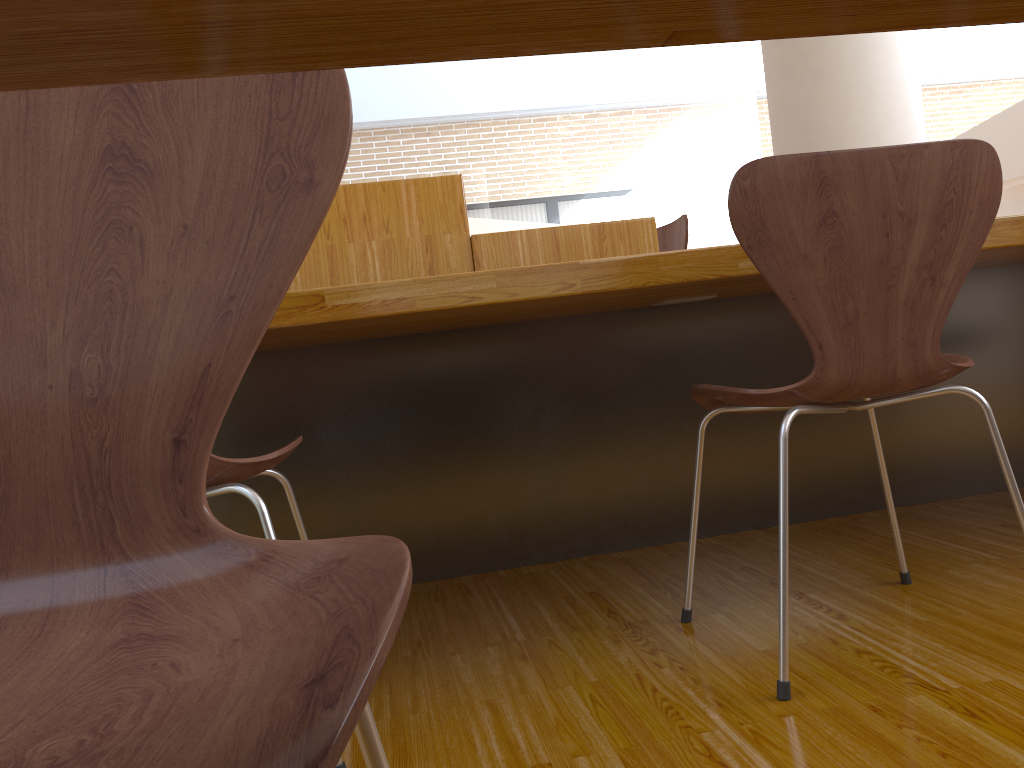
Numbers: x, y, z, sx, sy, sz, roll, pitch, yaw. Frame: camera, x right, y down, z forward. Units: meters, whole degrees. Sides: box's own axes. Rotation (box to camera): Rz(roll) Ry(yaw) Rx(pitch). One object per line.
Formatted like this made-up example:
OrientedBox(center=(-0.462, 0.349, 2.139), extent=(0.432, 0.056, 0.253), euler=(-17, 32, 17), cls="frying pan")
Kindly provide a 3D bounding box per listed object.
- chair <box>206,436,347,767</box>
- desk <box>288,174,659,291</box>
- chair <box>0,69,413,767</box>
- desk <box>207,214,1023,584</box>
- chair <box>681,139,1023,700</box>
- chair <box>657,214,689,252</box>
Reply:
OrientedBox(center=(-0.471, 0.154, 1.189), extent=(0.428, 0.693, 0.381), euler=(-7, 2, -9), cls="chair")
OrientedBox(center=(-0.462, -0.149, 3.792), extent=(1.247, 0.762, 3.194), euler=(-7, 2, -9), cls="desk")
OrientedBox(center=(-0.224, 0.148, 0.331), extent=(0.428, 0.693, 0.381), euler=(-7, 2, -9), cls="chair")
OrientedBox(center=(0.514, 0.061, 1.752), extent=(3.356, 0.606, 0.760), euler=(-7, 2, -9), cls="desk")
OrientedBox(center=(0.481, 0.034, 1.339), extent=(0.428, 0.693, 0.381), euler=(-7, 2, -9), cls="chair")
OrientedBox(center=(0.432, -0.213, 3.140), extent=(0.381, 0.693, 0.428), euler=(-7, 2, -9), cls="chair")
